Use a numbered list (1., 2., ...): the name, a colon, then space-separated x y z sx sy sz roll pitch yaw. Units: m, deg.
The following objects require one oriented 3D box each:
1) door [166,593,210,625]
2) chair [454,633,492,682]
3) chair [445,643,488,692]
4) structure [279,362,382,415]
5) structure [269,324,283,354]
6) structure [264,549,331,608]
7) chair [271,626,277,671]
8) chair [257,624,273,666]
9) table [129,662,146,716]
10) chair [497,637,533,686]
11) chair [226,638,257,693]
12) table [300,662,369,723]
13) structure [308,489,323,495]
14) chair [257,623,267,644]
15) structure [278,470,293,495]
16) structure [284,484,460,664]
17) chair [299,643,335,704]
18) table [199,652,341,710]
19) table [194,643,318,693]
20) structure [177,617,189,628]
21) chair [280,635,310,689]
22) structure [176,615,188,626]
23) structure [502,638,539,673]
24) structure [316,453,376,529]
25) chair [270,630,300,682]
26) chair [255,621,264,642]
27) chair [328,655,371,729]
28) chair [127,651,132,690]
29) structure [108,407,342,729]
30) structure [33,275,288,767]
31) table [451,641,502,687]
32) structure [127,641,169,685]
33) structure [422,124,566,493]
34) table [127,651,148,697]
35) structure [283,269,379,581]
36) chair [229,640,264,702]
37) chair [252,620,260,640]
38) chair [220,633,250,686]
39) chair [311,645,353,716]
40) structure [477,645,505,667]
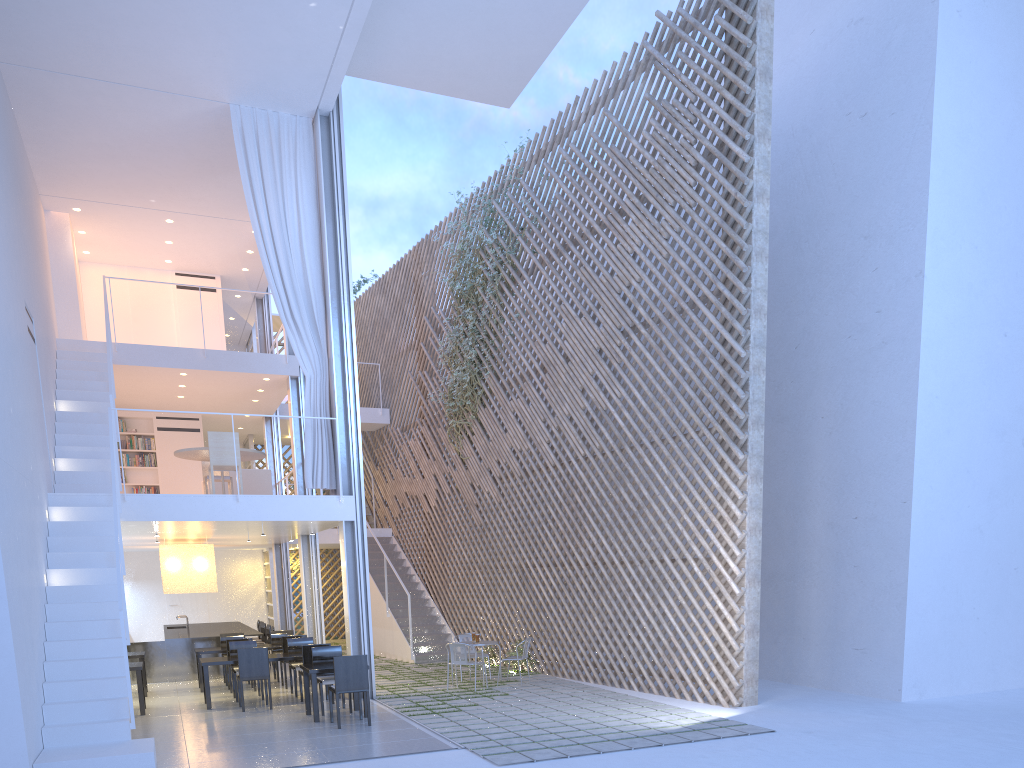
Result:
1. door: -3.617 2.162 7.835 0.479 1.163 5.604 -3 -11 -12
2. chair: -0.339 2.225 6.712 0.261 0.386 0.244 -3 3 -23
3. chair: -0.349 2.080 6.075 0.263 0.386 0.242 -1 3 22
4. structure: -2.005 0.029 9.064 1.137 0.577 0.026 2 7 -22
5. structure: -2.209 -0.233 7.903 0.027 0.551 1.728 -6 -8 -24
6. structure: -2.847 2.504 11.058 1.135 2.031 0.282 -3 9 -22
7. chair: -2.338 2.480 7.691 0.238 0.446 0.186 -3 6 -21
8. chair: -2.466 2.555 8.002 0.238 0.446 0.186 -4 6 -25
9. table: -2.614 2.017 5.423 0.358 0.335 0.353 -1 -3 -23
10. chair: 0.034 2.125 6.322 0.249 0.385 0.256 -1 2 17
11. chair: -2.111 2.177 6.387 0.190 0.445 0.234 -4 5 -23
12. table: -1.093 1.900 5.099 0.358 0.335 0.353 -1 -3 -23
13. structure: -1.450 0.749 6.443 0.027 0.551 1.726 -6 -8 -24
14. chair: -2.608 2.628 8.307 0.237 0.446 0.187 -4 6 -28
15. structure: -2.172 1.154 8.128 0.027 0.551 1.728 -6 -8 -24
16. structure: -1.501 1.936 8.643 1.171 1.982 1.968 -4 0 -30
17. chair: -1.348 1.986 5.644 0.190 0.445 0.234 -4 5 -23
18. table: -1.696 2.078 5.802 0.914 0.333 0.353 3 -4 -22
19. table: -2.061 2.282 6.654 0.914 0.333 0.353 3 -4 -22
20. structure: -3.418 2.477 8.546 0.112 0.126 0.033 -1 7 -22
21. chair: -1.734 2.202 6.543 0.190 0.445 0.234 -4 5 -23
22. structure: -3.550 2.551 8.855 0.112 0.126 0.033 -1 7 -22
23. structure: 0.062 2.336 7.074 0.293 0.327 0.317 -1 -1 -38
24. structure: -2.213 0.951 10.264 0.528 1.912 1.250 -6 4 -29
25. chair: -1.917 2.304 6.971 0.190 0.445 0.234 -4 5 -23
26. chair: -2.724 2.704 8.622 0.238 0.446 0.186 -4 6 -25
27. chair: -0.952 1.780 4.788 0.190 0.445 0.234 -4 5 -23
28. chair: -3.129 2.228 6.487 0.190 0.445 0.234 -4 5 -23
29. structure: -1.486 0.934 4.669 1.357 1.812 1.436 -2 1 -23
30. structure: -1.959 0.481 5.175 1.715 3.339 3.674 -4 -2 -24
31. table: -0.280 2.173 6.403 0.350 0.337 0.345 -3 -2 29
32. structure: -3.210 2.359 6.938 0.554 0.376 0.011 1 8 -22
33. structure: -0.184 -0.440 7.283 0.729 2.757 2.359 -6 2 -32
34. table: -2.979 2.222 6.275 0.358 0.335 0.353 -1 -3 -23
35. structure: -2.737 1.029 11.761 1.102 4.584 3.286 -5 3 -26
36. chair: -1.909 2.064 5.917 0.190 0.445 0.234 -4 5 -23
37. chair: -2.853 2.778 8.932 0.238 0.446 0.186 -3 6 -21
38. chair: -2.294 2.280 6.815 0.190 0.445 0.234 -4 5 -23
39. chair: -1.149 1.890 5.248 0.190 0.445 0.234 -4 5 -23
40. structure: -0.208 2.511 7.664 0.265 0.263 0.263 -1 -2 -16
